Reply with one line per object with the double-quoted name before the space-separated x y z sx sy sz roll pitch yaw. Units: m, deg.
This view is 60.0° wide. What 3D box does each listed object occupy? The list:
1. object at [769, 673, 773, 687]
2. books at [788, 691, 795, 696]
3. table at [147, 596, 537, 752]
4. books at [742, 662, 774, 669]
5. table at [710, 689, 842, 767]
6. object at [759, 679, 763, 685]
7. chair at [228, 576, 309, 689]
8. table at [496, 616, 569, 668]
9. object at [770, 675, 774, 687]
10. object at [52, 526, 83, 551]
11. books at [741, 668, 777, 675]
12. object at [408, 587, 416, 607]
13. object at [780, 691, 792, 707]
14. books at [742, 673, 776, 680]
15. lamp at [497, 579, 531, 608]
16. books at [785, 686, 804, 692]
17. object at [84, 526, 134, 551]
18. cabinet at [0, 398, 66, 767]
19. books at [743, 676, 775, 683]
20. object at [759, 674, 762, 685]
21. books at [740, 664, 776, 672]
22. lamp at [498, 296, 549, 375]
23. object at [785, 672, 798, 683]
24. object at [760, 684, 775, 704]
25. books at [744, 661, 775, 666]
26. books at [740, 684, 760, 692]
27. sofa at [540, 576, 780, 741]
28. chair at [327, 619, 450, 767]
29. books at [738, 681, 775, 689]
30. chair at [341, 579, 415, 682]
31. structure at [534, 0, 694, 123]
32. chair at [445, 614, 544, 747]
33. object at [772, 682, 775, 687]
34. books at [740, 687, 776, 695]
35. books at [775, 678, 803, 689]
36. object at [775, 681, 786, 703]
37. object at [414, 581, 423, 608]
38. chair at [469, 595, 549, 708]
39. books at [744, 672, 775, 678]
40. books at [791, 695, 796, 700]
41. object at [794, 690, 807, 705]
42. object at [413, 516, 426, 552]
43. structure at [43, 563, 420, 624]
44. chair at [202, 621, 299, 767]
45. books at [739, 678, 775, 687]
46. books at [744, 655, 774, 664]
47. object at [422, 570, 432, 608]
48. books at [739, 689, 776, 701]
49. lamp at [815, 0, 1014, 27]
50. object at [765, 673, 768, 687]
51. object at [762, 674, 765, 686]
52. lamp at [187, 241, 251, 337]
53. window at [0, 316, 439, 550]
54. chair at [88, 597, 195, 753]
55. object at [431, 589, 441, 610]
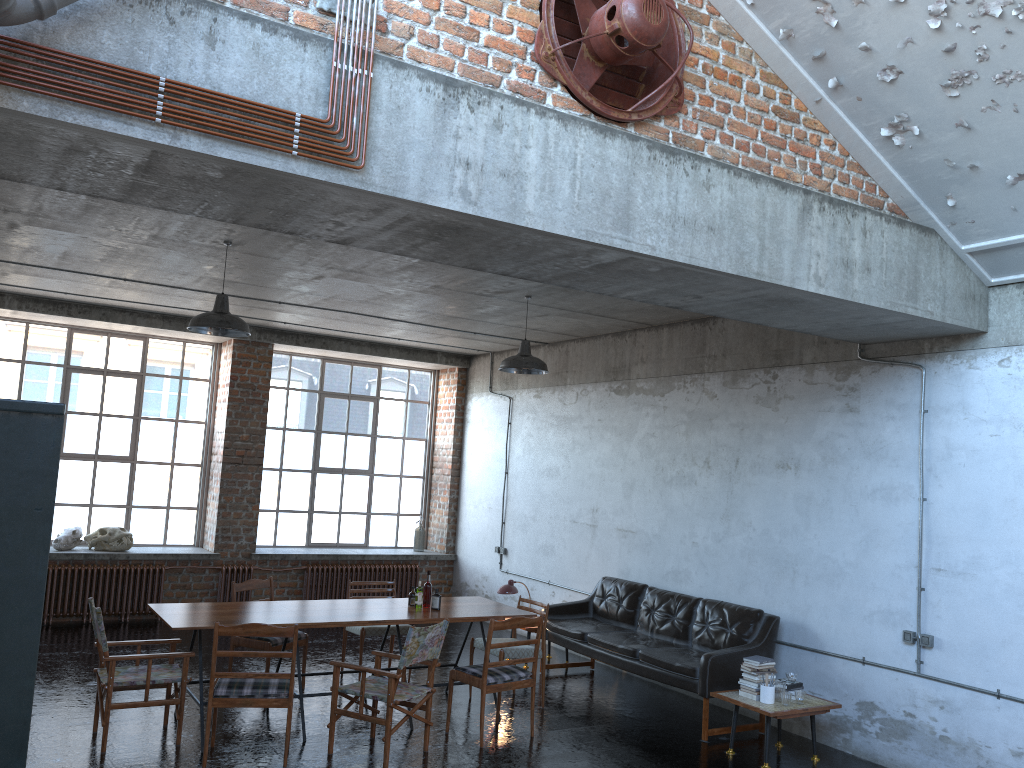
"object" 2.064 2.408 7.097 0.052 0.185 0.009 7 -6 -29
"books" 2.256 2.530 7.338 0.227 0.024 0.166 -1 -7 38
"table" -1.406 2.386 7.551 3.112 0.917 1.067 7 -6 -31
"books" 2.024 2.307 7.282 0.209 0.023 0.167 8 -7 -37
"table" 2.123 2.778 7.173 0.811 0.458 0.649 7 -6 -31
"object" 2.010 2.429 7.059 0.137 0.190 0.009 6 -6 -28
"chair" -2.260 2.358 8.240 0.509 1.028 0.573 1 -6 23
"table" 0.314 2.955 10.157 0.811 0.458 0.649 7 -6 -31
"object" 2.070 2.416 7.085 0.062 0.169 0.009 7 -6 -31
"object" -5.580 1.940 11.142 0.281 0.281 0.575 4 -6 -5
"books" 2.022 2.349 7.266 0.244 0.019 0.174 7 -6 -31
"object" -0.892 1.912 7.978 0.077 0.173 0.077 -2 -8 44
"object" 2.161 2.486 6.991 0.092 0.099 0.092 -1 -7 37
"books" 2.022 2.392 7.270 0.224 0.021 0.158 7 -6 -31
"lamp" 0.043 2.451 10.004 0.496 0.492 0.220 8 -7 -39
"books" 2.268 2.508 7.348 0.243 0.024 0.175 7 -7 -35
"object" -5.164 1.972 11.318 0.625 0.305 0.418 0 -7 33
"cabinet" -2.416 1.238 3.723 0.572 2.297 2.386 7 -6 -31
"books" 2.024 2.412 7.264 0.221 0.023 0.147 7 -6 -32
"object" 1.991 2.420 7.065 0.046 0.202 0.023 3 -6 5
"books" 2.016 2.327 7.264 0.231 0.023 0.162 5 -6 -15
"lamp" 0.142 -0.566 8.820 0.502 0.891 0.502 6 -6 -27
"object" 2.318 2.435 7.349 0.103 0.068 0.103 0 -7 32
"object" 2.032 2.466 7.055 0.110 0.137 0.110 7 -6 -31
"books" 2.030 2.285 7.275 0.205 0.020 0.155 7 -6 -31
"books" 2.013 2.474 7.239 0.249 0.023 0.175 7 -6 -30
"sofa" 1.336 2.578 8.779 0.929 1.045 2.610 7 -6 -31
"chair" -0.932 2.276 6.685 0.713 1.031 0.574 0 -6 29
"books" 2.015 2.457 7.259 0.255 0.014 0.192 6 -6 -28
"chair" -1.360 2.501 8.967 0.589 0.971 0.577 7 -6 -31
"structure" 0.555 -2.039 5.131 1.058 1.096 0.808 7 -6 -31
"chair" -0.145 2.399 7.311 0.573 1.028 0.509 8 -7 -41
"object" 2.060 2.446 7.060 0.068 0.159 0.009 5 -6 -18
"books" 2.012 2.497 7.236 0.249 0.023 0.175 7 -7 -35
"books" 2.265 2.480 7.340 0.225 0.029 0.179 8 -7 -39
"object" 2.150 2.468 7.107 0.087 0.155 0.087 0 -6 32
"object" -0.826 1.871 7.885 0.070 0.235 0.041 7 -6 -31
"chair" -0.013 2.525 8.355 0.577 0.971 0.589 7 -6 -31
"books" 2.025 2.370 7.266 0.205 0.022 0.155 8 -7 -36
"books" 2.264 2.559 7.335 0.243 0.034 0.179 -1 -7 42
"object" 2.299 2.502 7.074 0.092 0.099 0.092 -1 -7 37
"object" -1.422 2.308 13.687 0.172 0.551 0.172 2 -6 13
"structure" -3.652 2.747 11.761 5.349 0.713 0.232 7 -6 -31
"chair" -1.871 2.205 6.413 0.573 1.028 0.509 5 -6 -11
"books" 2.015 2.436 7.261 0.245 0.028 0.193 8 -7 -36
"books" 2.022 2.263 7.282 0.201 0.024 0.159 8 -7 -41
"object" -0.758 1.842 7.975 0.075 0.324 0.075 4 -6 -6
"books" 2.008 2.529 7.233 0.248 0.043 0.192 7 -6 -31
"lamp" 2.610 -1.555 2.673 0.945 2.025 5.320 5 -6 -13
"object" 2.041 2.427 7.103 0.023 0.204 0.037 3 -6 8
"object" 2.021 2.416 7.099 0.009 0.167 0.061 5 -6 -19
"lamp" -2.374 -0.868 7.313 0.502 0.891 0.502 6 -6 -27
"window" -0.643 2.961 14.936 19.864 12.900 0.747 7 -6 -31
"chair" -2.821 2.157 6.663 0.713 1.031 0.574 7 -6 -31
"object" -0.671 1.911 7.875 0.097 0.180 0.051 0 -6 31
